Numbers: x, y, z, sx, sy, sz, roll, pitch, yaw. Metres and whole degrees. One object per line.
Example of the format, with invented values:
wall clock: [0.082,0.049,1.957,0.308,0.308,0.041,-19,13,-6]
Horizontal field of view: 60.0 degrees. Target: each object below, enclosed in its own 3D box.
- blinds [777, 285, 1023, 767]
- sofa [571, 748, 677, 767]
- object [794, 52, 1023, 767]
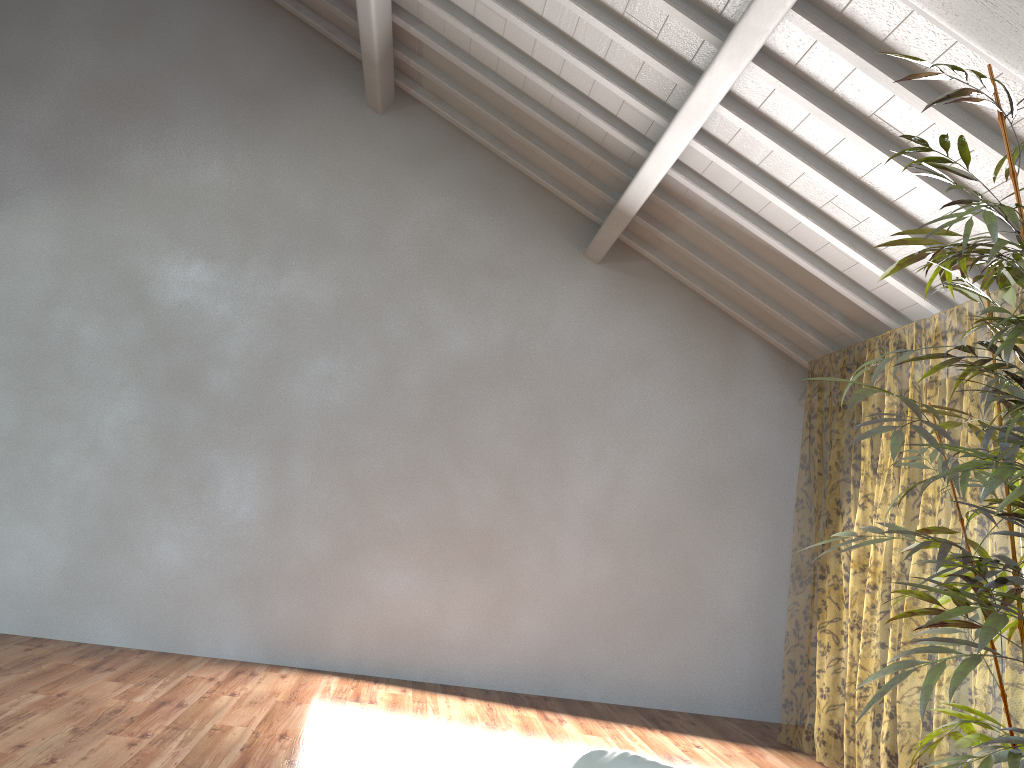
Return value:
blinds: [2.147,0.850,4.364,0.306,2.546,3.505,8,-9,-5]
sofa: [0.312,0.891,0.526,1.359,0.805,3.047,12,-10,-26]
object: [1.237,0.388,2.005,1.177,2.473,1.399,4,-10,19]
